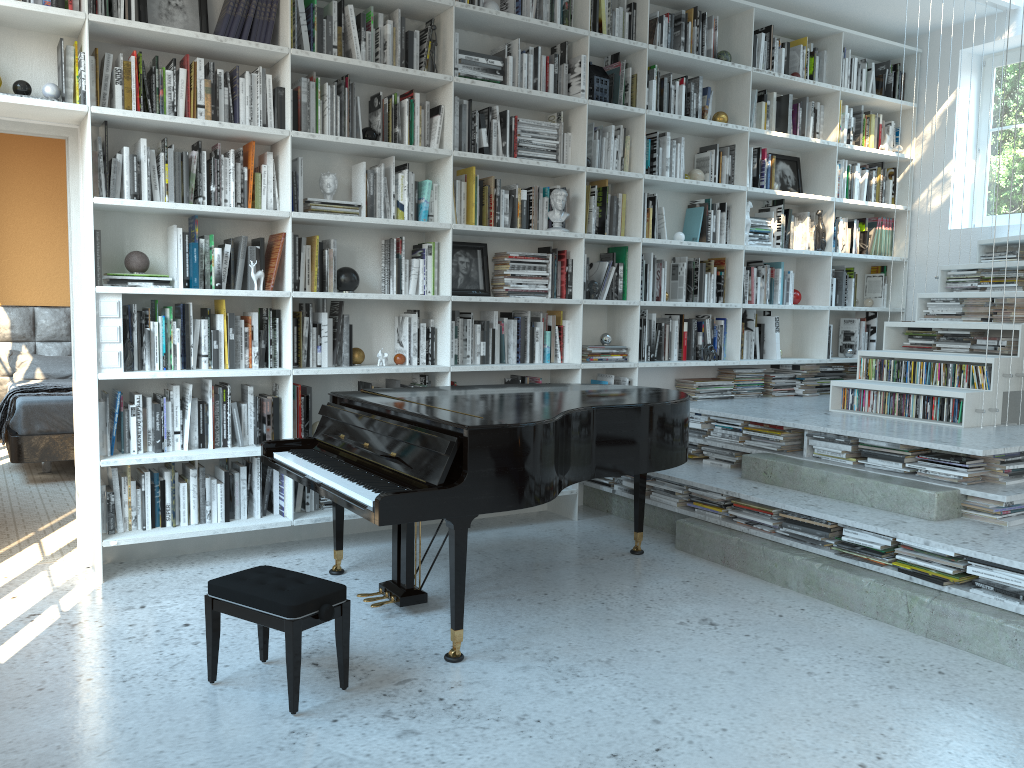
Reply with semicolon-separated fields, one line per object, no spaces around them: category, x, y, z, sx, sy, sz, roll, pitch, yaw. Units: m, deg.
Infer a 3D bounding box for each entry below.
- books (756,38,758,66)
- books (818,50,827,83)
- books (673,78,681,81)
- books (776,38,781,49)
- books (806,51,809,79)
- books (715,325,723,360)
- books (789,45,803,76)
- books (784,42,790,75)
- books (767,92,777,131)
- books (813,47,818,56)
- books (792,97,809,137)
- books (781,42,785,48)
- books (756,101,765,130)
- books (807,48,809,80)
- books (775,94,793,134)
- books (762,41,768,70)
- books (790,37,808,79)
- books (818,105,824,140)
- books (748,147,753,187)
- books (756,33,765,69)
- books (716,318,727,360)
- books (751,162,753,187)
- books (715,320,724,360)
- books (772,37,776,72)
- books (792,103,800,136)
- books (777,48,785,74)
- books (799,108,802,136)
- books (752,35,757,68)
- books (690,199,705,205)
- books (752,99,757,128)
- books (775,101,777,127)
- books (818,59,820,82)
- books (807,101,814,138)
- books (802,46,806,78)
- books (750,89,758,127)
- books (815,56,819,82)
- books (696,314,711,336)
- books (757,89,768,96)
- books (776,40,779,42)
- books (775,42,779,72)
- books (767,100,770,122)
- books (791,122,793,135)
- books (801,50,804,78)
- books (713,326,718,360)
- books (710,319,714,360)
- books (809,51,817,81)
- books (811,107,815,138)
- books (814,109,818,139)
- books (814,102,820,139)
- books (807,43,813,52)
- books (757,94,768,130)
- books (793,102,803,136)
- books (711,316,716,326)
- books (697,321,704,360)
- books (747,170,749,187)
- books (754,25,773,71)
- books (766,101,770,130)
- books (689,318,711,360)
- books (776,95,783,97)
books;1.525;-2.114;5.777;0.024;0.231;0.168;-2;6;-31
books;2.095;-2.148;6.120;0.026;0.263;0.163;-2;6;-31
books;1.008;-1.754;5.534;0.010;0.272;0.120;-2;6;-31
books;1.729;-2.146;5.918;0.012;0.279;0.153;-2;6;-31
books;1.941;-2.123;6.019;0.007;0.226;0.170;-2;6;-31
books;1.312;-0.276;5.829;0.025;0.228;0.175;-2;6;-31
books;1.882;-2.137;5.982;0.019;0.256;0.169;-2;6;-31
books;1.780;-2.135;5.933;0.030;0.258;0.164;-2;6;-31
books;1.686;-1.781;5.906;0.026;0.288;0.156;-2;6;-31
books;2.038;-2.155;6.104;0.025;0.279;0.136;-2;6;-31
books;1.939;-1.792;6.050;0.022;0.295;0.180;-2;6;-31
books;1.756;-2.134;5.933;0.012;0.254;0.160;-2;6;-31
books;1.589;-1.737;5.844;0.025;0.208;0.175;-2;6;-31
books;1.952;-2.136;6.033;0.031;0.249;0.164;-2;6;-31
books;1.754;-1.768;5.900;0.032;0.265;0.245;-2;6;-31
books;1.612;-2.116;5.832;0.030;0.231;0.148;-2;6;-31
books;1.931;-2.171;6.018;0.007;0.321;0.165;-2;6;-31
books;2.085;-1.783;6.155;0.031;0.265;0.169;-2;6;-31
books;1.526;-1.411;5.868;0.012;0.285;0.159;-2;6;-31
books;1.580;-2.139;5.808;0.048;0.278;0.150;-2;6;-31
books;1.353;-0.300;5.859;0.025;0.273;0.171;-2;6;-31
books;1.544;-1.404;5.892;0.043;0.269;0.131;-2;6;-31
books;1.331;-0.292;5.846;0.026;0.258;0.156;-2;6;-31
books;1.672;-2.133;5.859;0.014;0.262;0.168;-2;6;-31
books;1.867;-1.762;6.006;0.014;0.240;0.189;-2;6;-31
books;1.727;-2.105;5.891;0.024;0.202;0.190;-2;6;-31
books;1.893;-1.752;6.032;0.031;0.218;0.165;-2;6;-31
books;1.508;-2.118;5.757;0.026;0.242;0.184;-2;6;-31
books;1.191;-1.036;5.708;0.016;0.290;0.135;-2;6;-31
books;1.556;-1.760;5.849;0.026;0.251;0.130;-2;6;-31
books;1.702;-1.758;5.930;0.025;0.239;0.142;-2;6;-31
books;2.059;-2.123;6.126;0.031;0.211;0.131;-2;6;-31
books;1.984;-1.782;6.080;0.036;0.272;0.177;-2;6;-31
books;1.906;-2.136;6.007;0.016;0.252;0.188;-2;6;-31
books;1.528;-1.774;5.820;0.051;0.282;0.166;-2;6;-31
books;2.024;-2.119;6.078;0.029;0.210;0.169;-2;6;-31
books;1.249;-0.308;5.806;0.013;0.294;0.134;-2;6;-31
books;1.621;-1.784;5.874;0.011;0.296;0.162;-2;6;-31
books;1.701;-2.131;5.888;0.021;0.254;0.151;-2;6;-31
books;1.687;-2.121;5.870;0.022;0.236;0.172;-2;6;-31
books;1.654;-1.756;5.914;0.024;0.236;0.146;-2;6;-31
books;1.828;-1.784;6.008;0.048;0.283;0.162;-2;6;-31
books;1.892;-2.119;5.993;0.008;0.221;0.182;-2;6;-31
books;1.283;-0.271;5.818;0.013;0.220;0.168;-2;6;-31
books;1.263;-0.294;5.817;0.021;0.265;0.150;-2;6;-31
books;1.991;-2.130;6.050;0.018;0.235;0.186;-2;6;-31
books;2.008;-1.768;6.105;0.030;0.241;0.162;-2;6;-31
books;2.037;-1.766;6.134;0.022;0.234;0.158;-2;6;-31
books;2.059;-1.791;6.141;0.026;0.284;0.147;-2;6;-31
books;1.997;-2.164;6.074;0.020;0.299;0.131;-2;6;-31
books;1.610;-1.765;5.859;0.026;0.261;0.167;-2;6;-31
books;1.912;-1.777;6.051;0.023;0.264;0.156;-2;6;-31
books;1.281;-0.305;5.843;0.012;0.283;0.143;-2;6;-31
books;1.182;-0.283;5.764;0.012;0.249;0.164;-2;6;-31
books;1.493;-1.411;5.841;0.065;0.289;0.145;-2;6;-31
books;1.637;-2.167;5.830;0.014;0.332;0.180;-2;6;-31
books;1.638;-1.748;5.888;0.030;0.224;0.157;-2;6;-31
books;1.218;-0.293;5.778;0.070;0.267;0.185;-2;6;-31
books;1.749;-1.783;5.966;0.012;0.285;0.159;-2;6;-31
